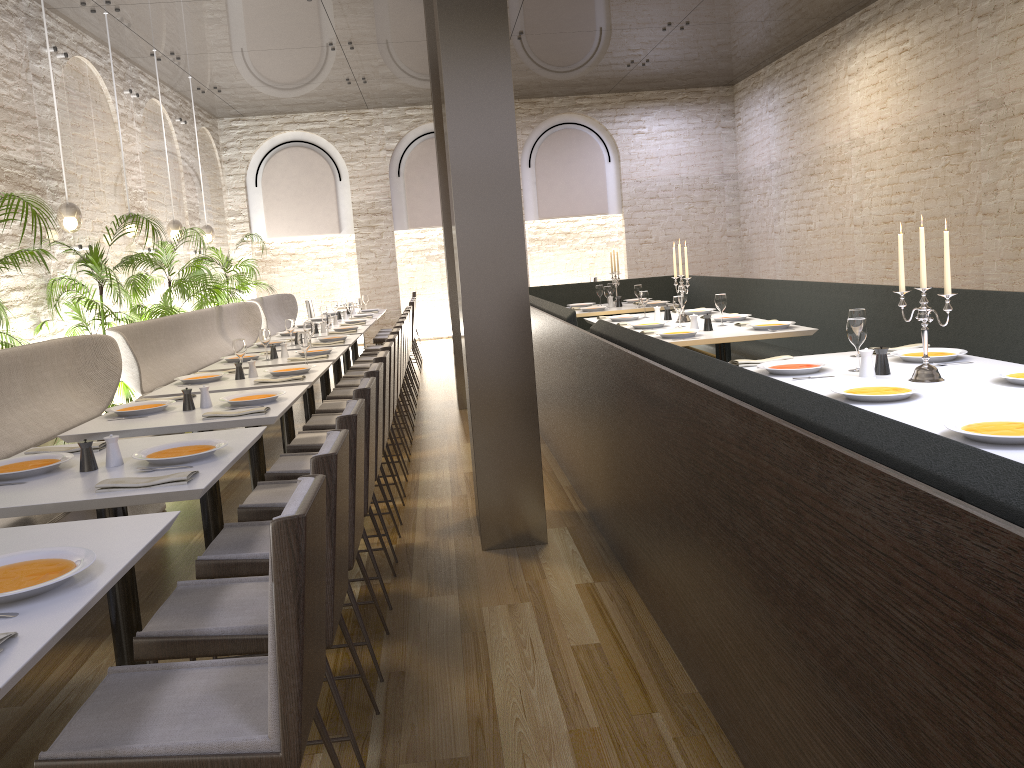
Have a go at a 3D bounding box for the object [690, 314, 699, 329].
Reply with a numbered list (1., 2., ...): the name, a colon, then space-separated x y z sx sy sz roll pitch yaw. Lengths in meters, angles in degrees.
1. object: 1.266 -0.425 6.159 0.068 0.126 0.069 -2 7 18

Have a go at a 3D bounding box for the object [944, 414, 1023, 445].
1. object: 1.403 0.133 2.511 0.322 0.036 0.322 -9 9 -28

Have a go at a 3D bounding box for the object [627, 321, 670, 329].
1. object: 1.034 -0.444 6.715 0.321 0.036 0.323 -2 8 15

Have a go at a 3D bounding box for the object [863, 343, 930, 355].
1. object: 1.900 -0.175 4.383 0.273 0.033 0.143 -5 8 -4

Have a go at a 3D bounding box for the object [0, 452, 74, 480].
1. object: -1.700 0.293 3.085 0.322 0.036 0.322 -8 9 -26

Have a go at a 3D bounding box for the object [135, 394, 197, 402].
1. object: -1.820 0.081 4.667 0.273 0.033 0.143 -5 8 -4

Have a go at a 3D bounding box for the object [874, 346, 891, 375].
1. object: 1.560 -0.099 3.738 0.069 0.126 0.069 -6 7 -11

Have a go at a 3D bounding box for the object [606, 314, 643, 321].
1. object: 0.960 -0.560 7.559 0.322 0.036 0.323 -6 8 -9

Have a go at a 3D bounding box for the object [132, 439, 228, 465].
1. object: -1.166 0.245 3.126 0.322 0.036 0.322 -8 9 -26

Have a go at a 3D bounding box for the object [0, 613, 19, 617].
1. object: -1.046 0.449 1.704 0.181 0.015 0.038 -5 8 -3

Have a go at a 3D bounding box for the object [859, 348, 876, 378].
1. object: 1.485 -0.088 3.708 0.069 0.126 0.069 -6 7 -11

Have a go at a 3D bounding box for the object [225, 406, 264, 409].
1. object: -1.263 0.108 4.185 0.181 0.015 0.038 -5 8 -3

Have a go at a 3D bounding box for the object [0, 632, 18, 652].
1. object: -1.027 0.472 1.529 0.273 0.033 0.143 -5 8 -4

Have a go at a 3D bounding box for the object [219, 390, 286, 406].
1. object: -1.275 0.075 4.366 0.322 0.036 0.322 -8 9 -26

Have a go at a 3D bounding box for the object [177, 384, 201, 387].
1. object: -1.895 0.004 5.268 0.185 0.010 0.017 -5 8 -4

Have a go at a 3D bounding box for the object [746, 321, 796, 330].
1. object: 1.736 -0.388 5.943 0.322 0.036 0.322 -9 9 -28

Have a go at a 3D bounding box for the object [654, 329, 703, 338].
1. object: 1.106 -0.332 5.895 0.321 0.036 0.323 -5 8 -7

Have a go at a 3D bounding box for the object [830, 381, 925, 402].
1. object: 1.338 0.032 3.247 0.322 0.036 0.322 -9 9 -28

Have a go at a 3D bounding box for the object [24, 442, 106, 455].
1. object: -1.712 0.252 3.426 0.273 0.033 0.143 -5 8 -4

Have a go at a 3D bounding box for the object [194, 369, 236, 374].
1. object: -1.919 -0.073 5.791 0.273 0.033 0.143 -5 8 -4

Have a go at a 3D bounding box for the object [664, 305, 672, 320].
1. object: 1.271 -0.582 7.242 0.069 0.126 0.069 -6 7 -11

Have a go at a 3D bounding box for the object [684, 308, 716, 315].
1. object: 1.591 -0.617 7.607 0.322 0.036 0.323 -6 8 -9

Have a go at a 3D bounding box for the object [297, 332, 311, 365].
1. object: -1.340 -0.219 5.746 0.086 0.230 0.086 0 8 37

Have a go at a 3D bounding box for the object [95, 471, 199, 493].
1. object: -1.136 0.301 2.770 0.273 0.033 0.143 -5 8 -4

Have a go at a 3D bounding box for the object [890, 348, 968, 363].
1. object: 1.902 -0.128 4.049 0.321 0.036 0.323 -2 8 15

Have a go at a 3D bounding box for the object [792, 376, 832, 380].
1. object: 1.285 -0.029 3.774 0.185 0.010 0.017 -5 8 -4

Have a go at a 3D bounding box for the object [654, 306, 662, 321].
1. object: 1.189 -0.575 7.238 0.069 0.126 0.069 -6 7 -11

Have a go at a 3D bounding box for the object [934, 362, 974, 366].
1. object: 1.917 -0.092 3.847 0.181 0.015 0.038 -5 8 -3

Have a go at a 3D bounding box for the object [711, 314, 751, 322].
1. object: 1.664 -0.501 6.763 0.321 0.036 0.323 -2 8 15

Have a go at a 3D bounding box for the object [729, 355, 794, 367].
1. object: 1.217 -0.114 4.329 0.273 0.033 0.143 -5 8 -4

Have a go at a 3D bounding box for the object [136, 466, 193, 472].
1. object: -1.155 0.278 2.944 0.181 0.015 0.038 -5 8 -3

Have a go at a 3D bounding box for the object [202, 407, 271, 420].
1. object: -1.245 0.131 4.010 0.273 0.033 0.143 -5 8 -4

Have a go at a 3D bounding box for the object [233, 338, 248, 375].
1. object: -1.717 -0.170 5.612 0.086 0.230 0.086 0 8 37

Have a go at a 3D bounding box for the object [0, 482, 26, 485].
1. object: -1.688 0.328 2.904 0.185 0.010 0.017 -5 8 -4

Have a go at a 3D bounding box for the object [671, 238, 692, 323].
1. object: 1.318 -0.808 6.896 0.131 0.654 0.392 -4 7 6

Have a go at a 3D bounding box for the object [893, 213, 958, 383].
1. object: 1.618 -0.339 3.480 0.131 0.654 0.392 -4 7 6

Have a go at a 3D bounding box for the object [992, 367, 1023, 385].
1. object: 1.968 -0.024 3.295 0.322 0.036 0.322 -9 9 -28

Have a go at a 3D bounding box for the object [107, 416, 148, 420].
1. object: -1.797 0.158 4.145 0.185 0.010 0.017 -5 8 -4

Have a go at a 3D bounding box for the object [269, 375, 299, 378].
1. object: -1.362 -0.047 5.309 0.181 0.015 0.038 -5 8 -3

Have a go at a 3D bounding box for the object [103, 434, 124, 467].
1. object: -1.389 0.229 3.084 0.059 0.109 0.059 -6 7 -13

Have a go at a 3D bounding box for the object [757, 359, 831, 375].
1. object: 1.272 -0.071 4.001 0.321 0.036 0.323 -2 8 15

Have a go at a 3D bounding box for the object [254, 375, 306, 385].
1. object: -1.343 -0.024 5.134 0.273 0.033 0.143 -5 8 -4

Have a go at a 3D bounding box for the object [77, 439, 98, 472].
1. object: -1.455 0.242 3.033 0.059 0.109 0.059 -6 7 -13

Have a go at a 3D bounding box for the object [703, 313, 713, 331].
1. object: 1.352 -0.425 6.116 0.068 0.126 0.069 -1 7 27

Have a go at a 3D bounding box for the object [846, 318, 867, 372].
1. object: 1.511 -0.172 3.876 0.086 0.230 0.087 -4 6 7

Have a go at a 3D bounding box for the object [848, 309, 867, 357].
1. object: 1.685 -0.249 4.315 0.086 0.230 0.087 -4 6 7

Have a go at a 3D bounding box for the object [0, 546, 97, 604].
1. object: -1.057 0.416 1.885 0.322 0.036 0.322 -8 9 -26
